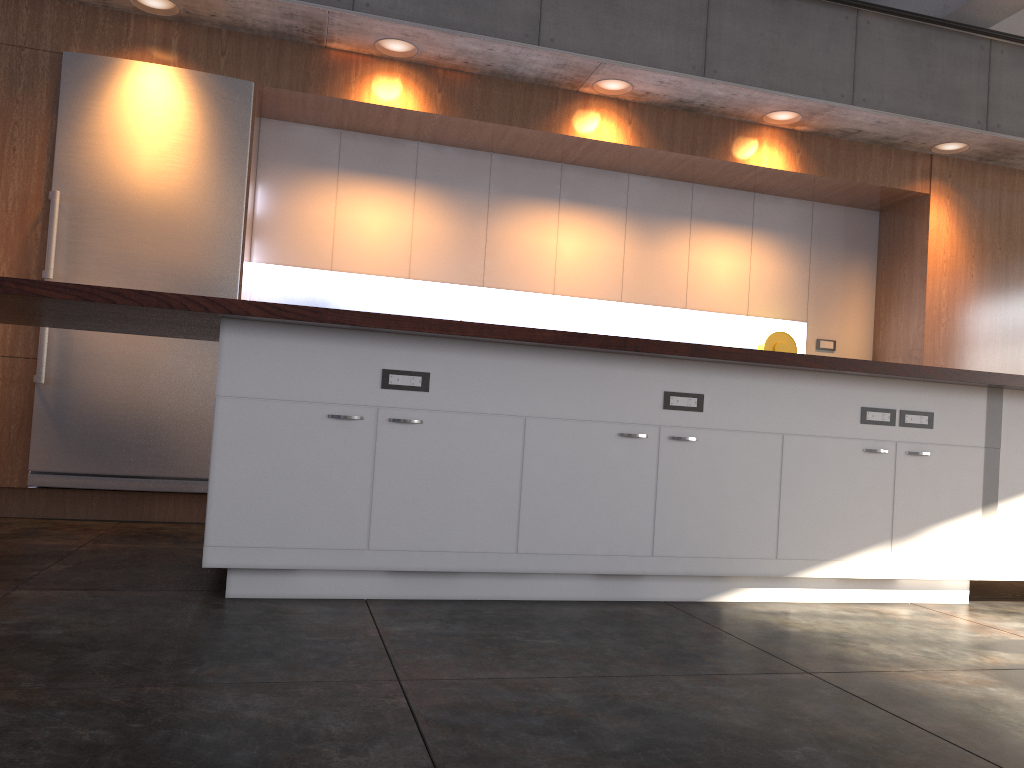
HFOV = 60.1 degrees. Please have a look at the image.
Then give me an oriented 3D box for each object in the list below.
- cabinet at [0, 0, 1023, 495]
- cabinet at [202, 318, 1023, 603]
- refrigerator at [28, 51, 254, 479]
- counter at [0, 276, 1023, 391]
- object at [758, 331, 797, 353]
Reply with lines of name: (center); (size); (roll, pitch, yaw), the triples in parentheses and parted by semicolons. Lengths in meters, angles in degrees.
cabinet: (-0.322, -0.513, 6.427); (8.200, 2.561, 2.353); (4, -3, -16)
cabinet: (1.662, 0.479, 4.054); (5.713, 0.929, 0.912); (4, -3, -16)
refrigerator: (-1.974, -0.607, 4.776); (0.969, 2.189, 0.217); (4, -2, -19)
counter: (1.069, 0.404, 3.894); (6.733, 0.970, 1.129); (4, -3, -16)
object: (1.866, -0.176, 6.211); (0.277, 0.381, 0.098); (4, -2, -16)
